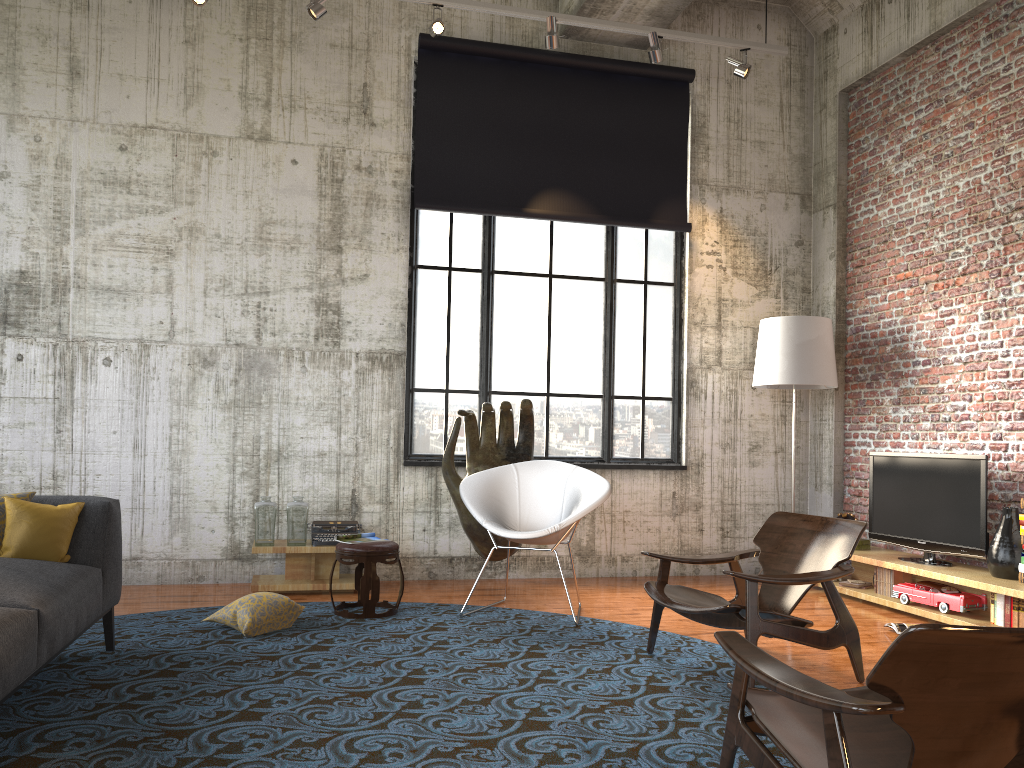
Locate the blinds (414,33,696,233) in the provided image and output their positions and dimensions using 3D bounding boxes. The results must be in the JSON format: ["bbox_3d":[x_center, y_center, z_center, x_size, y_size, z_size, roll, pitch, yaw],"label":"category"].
[{"bbox_3d":[0.403,-2.113,7.584,2.444,1.462,0.150,2,-2,-14],"label":"blinds"}]

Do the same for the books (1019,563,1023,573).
[{"bbox_3d":[3.299,1.147,5.441,0.176,0.053,0.291,2,-4,-14],"label":"books"}]

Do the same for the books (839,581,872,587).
[{"bbox_3d":[2.699,1.566,6.959,0.211,0.021,0.166,4,-4,-39],"label":"books"}]

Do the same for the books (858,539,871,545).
[{"bbox_3d":[2.727,1.281,7.244,0.243,0.037,0.302,4,-4,-34],"label":"books"}]

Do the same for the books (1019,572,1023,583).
[{"bbox_3d":[3.306,1.207,5.443,0.198,0.065,0.285,2,-4,-14],"label":"books"}]

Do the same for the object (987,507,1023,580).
[{"bbox_3d":[3.235,1.030,5.753,0.268,0.455,0.268,1,-2,17],"label":"object"}]

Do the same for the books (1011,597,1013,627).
[{"bbox_3d":[3.150,1.416,5.477,0.140,0.193,0.024,2,-2,-14],"label":"books"}]

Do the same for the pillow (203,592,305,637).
[{"bbox_3d":[-1.525,1.385,5.364,0.481,0.247,0.504,-1,-4,42],"label":"pillow"}]

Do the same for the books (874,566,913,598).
[{"bbox_3d":[2.835,1.469,6.595,0.174,0.218,0.232,2,-3,-14],"label":"books"}]

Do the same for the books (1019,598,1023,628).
[{"bbox_3d":[3.167,1.402,5.403,0.148,0.213,0.049,2,-2,-14],"label":"books"}]

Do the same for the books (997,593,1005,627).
[{"bbox_3d":[3.133,1.395,5.564,0.171,0.246,0.057,2,-2,-14],"label":"books"}]

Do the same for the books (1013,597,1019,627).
[{"bbox_3d":[3.153,1.407,5.446,0.151,0.208,0.039,2,-2,-14],"label":"books"}]

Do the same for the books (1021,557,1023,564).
[{"bbox_3d":[3.300,1.099,5.452,0.174,0.045,0.240,2,-4,-14],"label":"books"}]

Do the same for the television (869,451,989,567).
[{"bbox_3d":[3.008,0.898,6.431,0.286,0.792,1.090,2,-3,-27],"label":"television"}]

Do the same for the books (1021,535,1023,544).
[{"bbox_3d":[3.299,0.971,5.449,0.171,0.057,0.246,2,-3,-14],"label":"books"}]

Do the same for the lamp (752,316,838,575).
[{"bbox_3d":[2.385,0.579,7.501,0.694,2.241,0.708,1,-2,8],"label":"lamp"}]

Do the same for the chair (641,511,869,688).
[{"bbox_3d":[1.281,1.106,4.702,1.043,0.792,0.876,3,-3,-24],"label":"chair"}]

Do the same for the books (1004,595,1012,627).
[{"bbox_3d":[3.142,1.389,5.512,0.153,0.252,0.046,2,-2,-14],"label":"books"}]

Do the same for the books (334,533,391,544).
[{"bbox_3d":[-1.000,1.033,5.932,0.300,0.043,0.229,4,-5,-40],"label":"books"}]

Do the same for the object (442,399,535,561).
[{"bbox_3d":[-0.189,0.763,6.967,0.728,1.295,0.456,1,-2,-2],"label":"object"}]

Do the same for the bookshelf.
[{"bbox_3d":[3.169,1.426,5.622,0.548,0.358,3.849,2,-4,-14],"label":"bookshelf"}]

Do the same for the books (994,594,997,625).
[{"bbox_3d":[3.113,1.423,5.601,0.140,0.193,0.023,2,-2,-14],"label":"books"}]

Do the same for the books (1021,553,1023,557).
[{"bbox_3d":[3.294,1.064,5.446,0.160,0.026,0.251,2,-4,-14],"label":"books"}]

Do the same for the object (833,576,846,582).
[{"bbox_3d":[2.619,1.545,7.268,0.183,0.133,0.274,2,-3,-5],"label":"object"}]

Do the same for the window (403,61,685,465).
[{"bbox_3d":[0.338,-0.982,7.722,2.580,3.432,0.050,2,-2,-14],"label":"window"}]

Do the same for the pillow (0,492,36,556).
[{"bbox_3d":[-2.592,0.673,4.197,0.537,0.445,0.260,2,-2,-7],"label":"pillow"}]

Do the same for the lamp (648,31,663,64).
[{"bbox_3d":[1.096,-2.546,6.767,0.102,0.251,0.165,0,-2,31],"label":"lamp"}]

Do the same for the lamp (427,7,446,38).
[{"bbox_3d":[-0.545,-2.603,6.403,0.102,0.211,0.261,2,-3,-19],"label":"lamp"}]

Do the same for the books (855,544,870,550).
[{"bbox_3d":[2.726,1.317,7.243,0.243,0.037,0.302,3,-4,-22],"label":"books"}]

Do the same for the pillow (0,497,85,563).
[{"bbox_3d":[-2.267,0.702,4.248,0.435,0.318,0.168,4,-3,-40],"label":"pillow"}]

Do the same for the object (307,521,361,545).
[{"bbox_3d":[-1.344,1.134,6.737,0.424,0.153,0.382,2,-3,-14],"label":"object"}]

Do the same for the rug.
[{"bbox_3d":[-0.813,1.404,3.874,4.846,0.009,4.852,-1,-4,32],"label":"rug"}]

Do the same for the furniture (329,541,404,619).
[{"bbox_3d":[-0.967,1.284,5.907,0.432,0.476,0.432,0,-3,31],"label":"furniture"}]

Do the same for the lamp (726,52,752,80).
[{"bbox_3d":[1.808,-2.510,7.000,0.226,0.215,0.102,0,-2,27],"label":"lamp"}]

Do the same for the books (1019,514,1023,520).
[{"bbox_3d":[3.296,0.831,5.454,0.183,0.034,0.254,2,-4,-14],"label":"books"}]

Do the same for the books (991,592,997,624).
[{"bbox_3d":[3.105,1.412,5.622,0.138,0.217,0.022,2,-2,-14],"label":"books"}]

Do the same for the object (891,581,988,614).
[{"bbox_3d":[2.925,1.457,6.082,0.244,0.174,0.600,3,-4,-23],"label":"object"}]

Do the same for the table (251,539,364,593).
[{"bbox_3d":[-1.511,1.385,6.713,0.875,0.358,0.475,2,-3,-14],"label":"table"}]

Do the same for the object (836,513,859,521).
[{"bbox_3d":[2.736,1.162,7.263,0.216,0.207,0.215,3,-3,-25],"label":"object"}]

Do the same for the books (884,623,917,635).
[{"bbox_3d":[2.562,1.545,5.545,0.300,0.049,0.423,1,-3,1],"label":"books"}]

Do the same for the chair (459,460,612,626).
[{"bbox_3d":[0.135,1.040,6.040,1.057,1.029,0.807,0,-3,25],"label":"chair"}]

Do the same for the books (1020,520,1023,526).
[{"bbox_3d":[3.300,0.865,5.454,0.183,0.034,0.254,2,-4,-14],"label":"books"}]

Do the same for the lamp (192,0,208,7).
[{"bbox_3d":[-2.113,-2.661,6.016,0.102,0.228,0.199,1,-2,-4],"label":"lamp"}]

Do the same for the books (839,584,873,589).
[{"bbox_3d":[2.702,1.587,6.967,0.211,0.020,0.162,-2,-5,43],"label":"books"}]

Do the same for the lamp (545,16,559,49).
[{"bbox_3d":[0.296,-2.577,6.561,0.102,0.251,0.165,1,-2,11],"label":"lamp"}]

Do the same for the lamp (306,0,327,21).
[{"bbox_3d":[-1.356,-2.636,6.175,0.182,0.240,0.102,2,-2,-19],"label":"lamp"}]

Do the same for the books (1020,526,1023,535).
[{"bbox_3d":[3.302,0.913,5.451,0.180,0.060,0.259,2,-3,-14],"label":"books"}]

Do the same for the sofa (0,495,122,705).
[{"bbox_3d":[-2.415,0.904,3.196,1.362,0.860,3.007,2,-3,-12],"label":"sofa"}]

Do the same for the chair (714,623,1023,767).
[{"bbox_3d":[1.133,0.967,2.488,0.875,0.792,1.044,2,-3,-13],"label":"chair"}]

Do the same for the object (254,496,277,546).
[{"bbox_3d":[-1.819,1.010,6.533,0.163,0.361,0.163,2,-2,-16],"label":"object"}]

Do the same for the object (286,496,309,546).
[{"bbox_3d":[-1.594,1.019,6.590,0.163,0.361,0.163,2,-2,-11],"label":"object"}]

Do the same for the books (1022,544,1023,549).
[{"bbox_3d":[3.293,1.012,5.447,0.161,0.026,0.223,2,-4,-14],"label":"books"}]

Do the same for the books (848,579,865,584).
[{"bbox_3d":[2.699,1.549,6.948,0.113,0.016,0.114,1,-4,10],"label":"books"}]

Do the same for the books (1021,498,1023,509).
[{"bbox_3d":[3.317,0.745,5.456,0.198,0.065,0.260,2,-3,-14],"label":"books"}]
